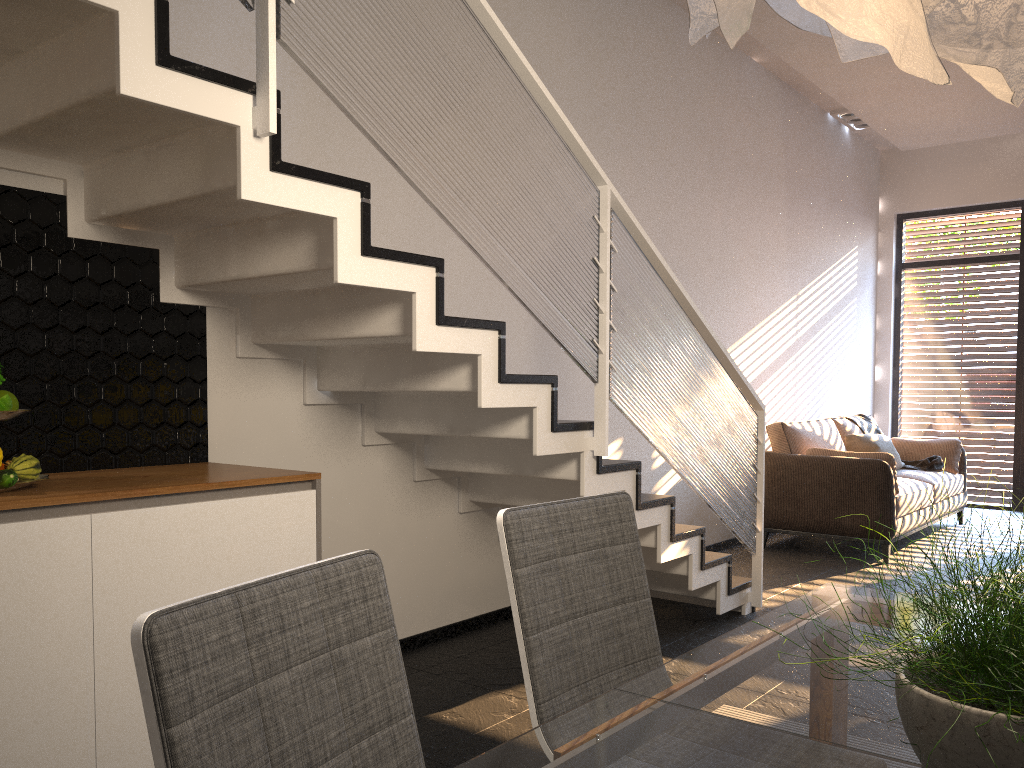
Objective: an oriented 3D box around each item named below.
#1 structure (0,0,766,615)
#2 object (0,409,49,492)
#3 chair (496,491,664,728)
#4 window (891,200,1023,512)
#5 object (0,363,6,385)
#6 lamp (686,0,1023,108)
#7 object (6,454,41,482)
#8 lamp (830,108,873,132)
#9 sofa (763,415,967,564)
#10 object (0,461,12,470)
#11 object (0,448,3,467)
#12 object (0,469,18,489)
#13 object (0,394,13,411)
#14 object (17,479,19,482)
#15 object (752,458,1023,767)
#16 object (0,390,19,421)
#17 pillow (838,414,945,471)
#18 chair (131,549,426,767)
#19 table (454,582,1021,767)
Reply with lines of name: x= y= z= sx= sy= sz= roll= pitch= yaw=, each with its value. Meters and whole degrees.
structure: x=-0.433 y=-3.016 z=0.310 sx=4.230 sy=8.329 sz=8.451 roll=2 pitch=2 yaw=38
object: x=-1.336 y=0.051 z=2.170 sx=0.351 sy=0.426 sz=0.351 roll=1 pitch=2 yaw=32
chair: x=0.322 y=0.694 z=1.645 sx=0.601 sy=0.922 sz=0.474 roll=2 pitch=3 yaw=41
window: x=5.764 y=-0.288 z=7.725 sx=4.938 sy=3.035 sz=0.459 roll=1 pitch=2 yaw=38
object: x=-1.364 y=-0.005 z=2.176 sx=0.211 sy=0.101 sz=0.067 roll=0 pitch=2 yaw=-36
lamp: x=0.553 y=-2.902 z=0.805 sx=1.061 sy=5.225 sz=1.116 roll=-2 pitch=4 yaw=-41
object: x=-1.241 y=0.214 z=2.240 sx=0.076 sy=0.073 sz=0.151 roll=0 pitch=0 yaw=-14
lamp: x=3.044 y=-2.355 z=7.818 sx=0.253 sy=0.066 sz=0.644 roll=0 pitch=0 yaw=38
sofa: x=2.802 y=0.730 z=6.950 sx=0.992 sy=0.921 sz=2.319 roll=1 pitch=1 yaw=38
object: x=-1.295 y=0.217 z=2.239 sx=0.085 sy=0.057 sz=0.088 roll=0 pitch=1 yaw=-11
object: x=-1.279 y=0.179 z=2.131 sx=0.079 sy=0.076 sz=0.154 roll=0 pitch=0 yaw=-17
object: x=-1.273 y=0.225 z=2.122 sx=0.239 sy=0.048 sz=0.061 roll=0 pitch=1 yaw=19
object: x=-1.244 y=0.051 z=2.147 sx=0.058 sy=0.054 sz=0.060 roll=0 pitch=1 yaw=-17
object: x=-1.296 y=0.226 z=2.218 sx=0.229 sy=0.076 sz=0.069 roll=0 pitch=1 yaw=29
object: x=0.555 y=0.269 z=0.948 sx=0.531 sy=0.368 sz=0.667 roll=1 pitch=1 yaw=34
object: x=-1.286 y=0.054 z=2.209 sx=0.101 sy=0.078 sz=0.095 roll=1 pitch=1 yaw=34
pillow: x=2.969 y=0.612 z=7.444 sx=1.017 sy=0.709 sz=0.954 roll=0 pitch=1 yaw=-27
chair: x=-0.032 y=0.690 z=0.971 sx=0.601 sy=0.922 sz=0.474 roll=1 pitch=2 yaw=24
table: x=0.534 y=0.793 z=0.975 sx=0.996 sy=0.716 sz=1.798 roll=1 pitch=0 yaw=38
